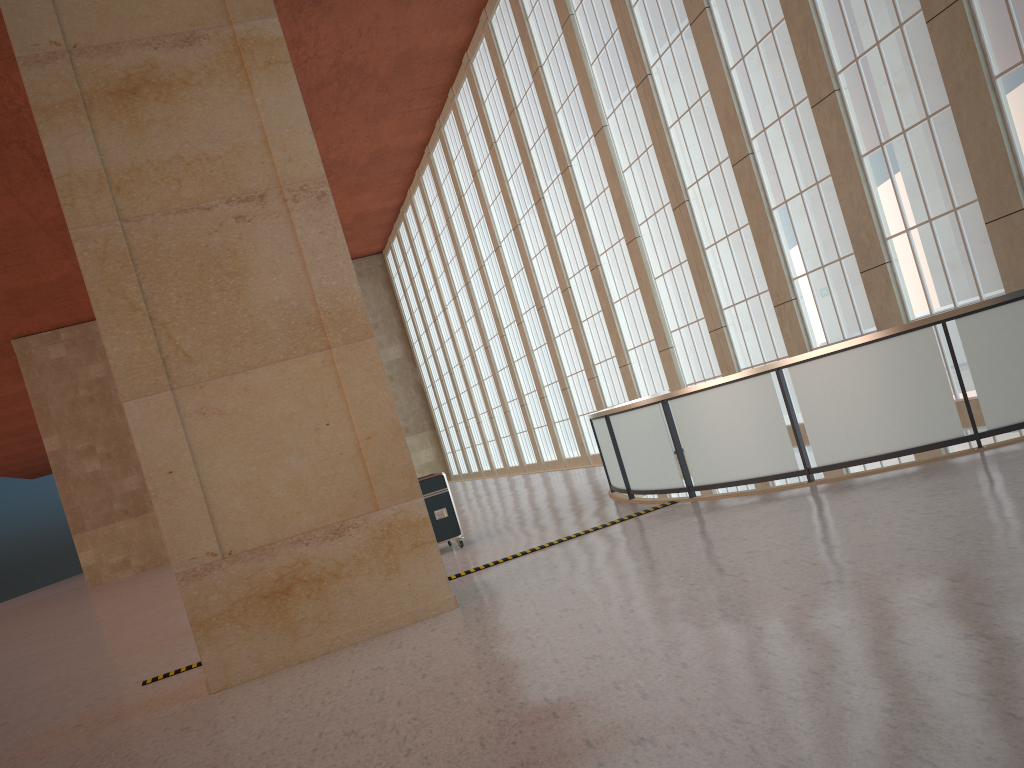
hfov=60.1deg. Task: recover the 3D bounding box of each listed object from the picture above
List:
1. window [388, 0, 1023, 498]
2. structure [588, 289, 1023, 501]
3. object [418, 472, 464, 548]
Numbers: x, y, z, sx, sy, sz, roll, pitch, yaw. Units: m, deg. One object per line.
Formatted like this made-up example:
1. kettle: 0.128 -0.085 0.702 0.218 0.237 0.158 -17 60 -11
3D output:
1. window: -9.108 5.742 80.043 0.010 28.647 165.815 -17 -3 -16
2. structure: 4.680 0.516 15.874 5.206 1.795 13.184 -16 -3 -26
3. object: -1.721 2.650 17.727 1.050 1.542 1.279 -17 -1 -16
